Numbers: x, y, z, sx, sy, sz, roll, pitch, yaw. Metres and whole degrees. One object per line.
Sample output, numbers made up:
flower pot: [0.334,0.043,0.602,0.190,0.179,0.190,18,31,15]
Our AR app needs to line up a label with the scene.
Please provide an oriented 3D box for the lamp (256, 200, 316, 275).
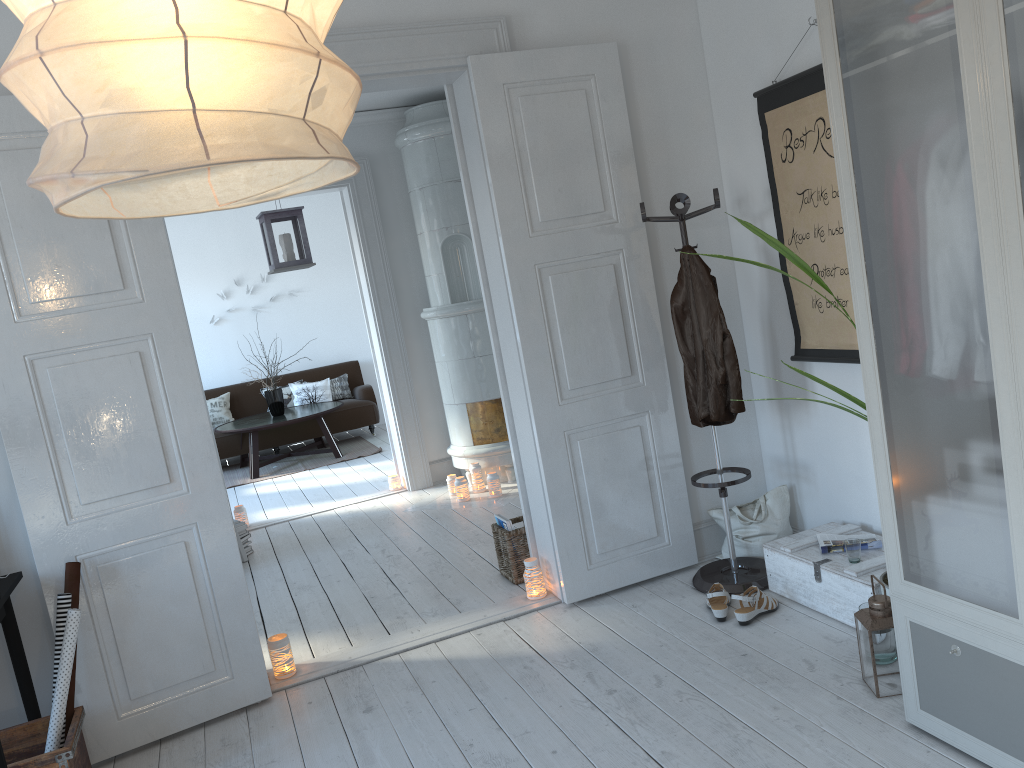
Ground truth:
lamp: [-1.364,-1.487,4.744,0.228,1.766,0.228,-13,8,-22]

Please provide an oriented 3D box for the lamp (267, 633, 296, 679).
lamp: [-0.952,1.126,3.664,0.089,0.167,0.089,-14,8,-26]

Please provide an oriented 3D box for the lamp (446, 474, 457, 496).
lamp: [-0.422,0.725,6.365,0.084,0.147,0.084,-12,8,-14]

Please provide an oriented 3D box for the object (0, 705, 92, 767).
object: [-1.696,1.317,2.798,0.664,0.283,0.339,-13,8,-19]

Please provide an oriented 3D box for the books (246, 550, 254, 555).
books: [-1.795,1.112,5.770,0.179,0.016,0.128,-8,7,19]

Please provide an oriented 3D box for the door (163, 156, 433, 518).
door: [-1.647,-0.275,6.508,2.595,2.511,0.577,-13,8,-18]

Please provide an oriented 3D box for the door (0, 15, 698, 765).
door: [-0.629,-0.120,3.677,2.595,2.511,0.577,-13,8,-18]

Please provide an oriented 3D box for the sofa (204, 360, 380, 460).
sofa: [-2.613,0.354,9.800,2.162,0.826,0.967,-13,8,-19]

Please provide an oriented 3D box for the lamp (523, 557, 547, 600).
lamp: [0.100,0.885,4.037,0.092,0.180,0.093,-16,9,-35]

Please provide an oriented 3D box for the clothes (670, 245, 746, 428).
clothes: [0.792,-0.189,3.638,0.237,0.772,0.211,-8,8,14]

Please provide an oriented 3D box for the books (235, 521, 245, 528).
books: [-1.831,0.915,5.736,0.187,0.017,0.132,-4,9,44]

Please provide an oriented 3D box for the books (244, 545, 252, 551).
books: [-1.804,1.081,5.760,0.181,0.016,0.128,-7,8,26]

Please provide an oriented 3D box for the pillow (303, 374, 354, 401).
pillow: [-2.091,0.069,10.079,0.541,0.288,0.182,-13,8,-18]

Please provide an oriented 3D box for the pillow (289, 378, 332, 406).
pillow: [-2.241,0.104,9.908,0.470,0.310,0.188,-13,8,-18]

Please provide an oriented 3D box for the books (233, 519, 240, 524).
books: [-1.846,0.901,5.742,0.111,0.014,0.156,-16,9,-39]

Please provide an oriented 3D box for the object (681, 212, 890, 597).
object: [1.162,0.138,2.852,1.044,1.557,0.288,-9,8,11]

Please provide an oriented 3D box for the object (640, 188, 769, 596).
object: [0.828,0.038,3.741,0.374,1.662,0.374,-12,8,-11]

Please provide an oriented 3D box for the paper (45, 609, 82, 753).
paper: [-1.480,1.070,2.890,0.282,0.628,0.041,-17,10,-40]

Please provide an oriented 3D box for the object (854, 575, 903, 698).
object: [1.153,0.772,2.748,0.132,0.352,0.137,-10,8,4]

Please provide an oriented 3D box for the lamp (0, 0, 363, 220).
lamp: [-0.415,-0.796,0.833,0.339,1.234,0.339,-9,8,12]

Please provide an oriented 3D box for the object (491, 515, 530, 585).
object: [0.077,0.810,4.411,0.269,0.265,0.223,-13,8,-19]

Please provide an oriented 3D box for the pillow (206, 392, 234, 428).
pillow: [-3.296,0.322,9.668,0.518,0.368,0.238,-13,8,-19]

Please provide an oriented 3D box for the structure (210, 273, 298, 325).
structure: [-2.954,-0.994,10.073,1.024,0.479,0.085,-13,8,-18]

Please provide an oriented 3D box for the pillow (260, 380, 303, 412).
pillow: [-2.535,0.169,9.888,0.472,0.348,0.158,-13,8,-20]

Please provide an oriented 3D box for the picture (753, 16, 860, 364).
picture: [1.235,-0.721,3.373,0.057,1.316,0.792,-13,8,-19]

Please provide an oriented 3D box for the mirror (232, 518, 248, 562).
mirror: [-2.120,0.458,5.407,0.417,1.492,0.609,-5,9,36]

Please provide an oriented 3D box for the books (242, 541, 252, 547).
books: [-1.808,1.053,5.756,0.187,0.017,0.132,-8,7,18]

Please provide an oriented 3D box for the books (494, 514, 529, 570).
books: [0.059,0.781,4.403,0.200,0.300,0.179,-13,8,-19]

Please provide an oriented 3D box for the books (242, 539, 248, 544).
books: [-1.821,1.035,5.754,0.167,0.022,0.128,-8,7,15]

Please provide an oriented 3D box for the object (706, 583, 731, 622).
object: [0.822,0.848,3.559,0.099,0.126,0.271,-9,7,14]

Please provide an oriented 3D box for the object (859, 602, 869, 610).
object: [1.210,0.823,2.930,0.100,0.181,0.100,-4,10,41]

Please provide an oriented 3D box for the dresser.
dresser: [1.454,-0.118,1.816,0.630,2.168,1.430,-13,8,-19]

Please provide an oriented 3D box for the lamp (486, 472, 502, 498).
lamp: [-0.123,0.692,6.103,0.089,0.166,0.089,-13,8,-20]

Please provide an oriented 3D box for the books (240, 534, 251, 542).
books: [-1.810,1.010,5.748,0.193,0.022,0.128,-9,7,14]

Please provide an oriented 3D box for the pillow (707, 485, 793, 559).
pillow: [1.106,0.637,4.071,0.317,0.315,0.272,-13,8,-18]

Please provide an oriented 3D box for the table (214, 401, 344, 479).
table: [-2.323,0.564,9.080,1.297,0.504,1.299,-14,8,-28]

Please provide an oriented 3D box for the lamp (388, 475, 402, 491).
lamp: [-0.909,0.764,6.862,0.093,0.110,0.093,-11,7,-2]

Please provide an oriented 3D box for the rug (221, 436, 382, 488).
rug: [-2.291,0.782,9.136,1.708,0.055,1.454,-13,7,-18]

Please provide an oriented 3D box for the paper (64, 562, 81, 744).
paper: [-1.509,1.000,3.012,0.048,0.748,0.296,-6,9,26]

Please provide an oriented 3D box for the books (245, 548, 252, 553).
books: [-1.801,1.097,5.765,0.177,0.016,0.128,-8,7,22]

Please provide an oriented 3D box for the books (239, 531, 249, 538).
books: [-1.817,0.989,5.753,0.179,0.016,0.128,-7,7,24]

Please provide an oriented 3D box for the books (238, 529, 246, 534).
books: [-1.826,0.958,5.743,0.181,0.016,0.128,-4,9,42]

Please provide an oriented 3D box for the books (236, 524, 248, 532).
books: [-1.820,0.935,5.737,0.200,0.026,0.128,-4,9,42]

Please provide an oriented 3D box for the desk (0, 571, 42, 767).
desk: [-2.068,1.159,2.653,1.158,0.761,0.650,-13,8,-19]

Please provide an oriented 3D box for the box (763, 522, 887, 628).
box: [1.309,0.729,3.409,0.375,0.219,0.641,-13,7,-19]

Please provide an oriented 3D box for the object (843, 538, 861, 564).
object: [1.260,0.618,3.271,0.060,0.082,0.060,-5,9,36]

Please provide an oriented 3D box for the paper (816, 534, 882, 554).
paper: [1.310,0.612,3.454,0.222,0.031,0.174,-9,7,13]

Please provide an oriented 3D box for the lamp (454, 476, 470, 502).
lamp: [-0.346,0.728,6.147,0.089,0.166,0.089,-13,8,-17]

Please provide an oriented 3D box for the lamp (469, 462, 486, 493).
lamp: [-0.249,0.667,6.318,0.098,0.210,0.098,-12,8,-14]

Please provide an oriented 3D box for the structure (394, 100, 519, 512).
structure: [-0.385,-0.569,6.362,0.801,2.834,1.244,-7,8,26]

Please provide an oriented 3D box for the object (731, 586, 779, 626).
object: [0.954,0.837,3.455,0.099,0.126,0.271,-3,10,43]

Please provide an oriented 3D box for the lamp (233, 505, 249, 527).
lamp: [-1.986,0.974,6.502,0.089,0.166,0.089,-13,8,-20]

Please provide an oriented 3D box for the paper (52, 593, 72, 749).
paper: [-1.503,1.051,2.943,0.043,0.670,0.265,-6,9,26]

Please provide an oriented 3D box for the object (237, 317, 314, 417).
object: [-2.340,-0.218,8.950,0.525,1.068,0.843,-4,10,42]

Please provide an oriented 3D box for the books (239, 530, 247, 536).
books: [-1.824,0.973,5.748,0.177,0.016,0.128,-5,9,37]
